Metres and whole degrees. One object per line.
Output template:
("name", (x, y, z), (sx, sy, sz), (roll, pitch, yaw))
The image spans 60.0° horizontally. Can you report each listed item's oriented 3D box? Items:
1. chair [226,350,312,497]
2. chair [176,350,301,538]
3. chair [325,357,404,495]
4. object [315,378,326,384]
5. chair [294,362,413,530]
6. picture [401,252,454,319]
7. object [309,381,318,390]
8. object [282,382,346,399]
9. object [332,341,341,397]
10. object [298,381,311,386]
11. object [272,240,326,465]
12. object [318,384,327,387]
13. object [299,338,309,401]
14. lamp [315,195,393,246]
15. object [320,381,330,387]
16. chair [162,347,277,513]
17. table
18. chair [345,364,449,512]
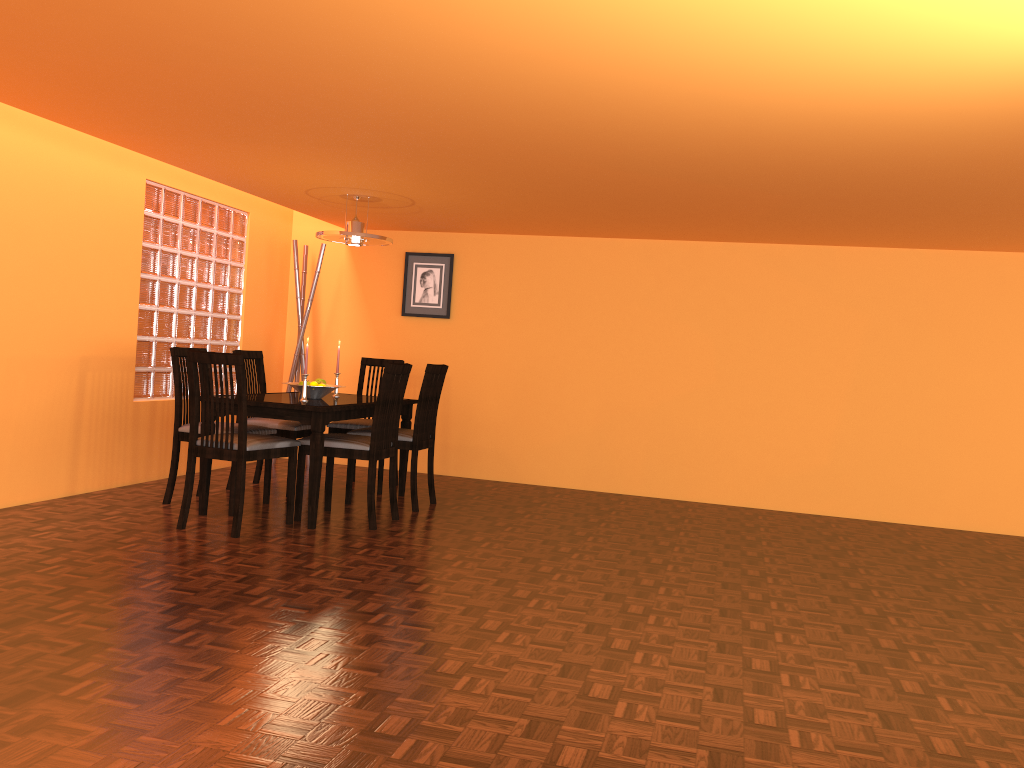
("chair", (-1.376, 0.220, 5.158), (0.465, 0.809, 0.373), (4, 2, 14))
("chair", (-1.256, 0.261, 4.076), (0.373, 0.809, 0.465), (5, 2, 19))
("chair", (-0.887, 0.244, 5.492), (0.373, 0.809, 0.465), (4, 2, 9))
("object", (-1.040, 0.003, 4.798), (0.069, 0.066, 0.069), (5, 2, 24))
("chair", (-0.778, 0.284, 4.410), (0.465, 0.809, 0.373), (4, 2, 14))
("picture", (-0.598, -0.699, 6.278), (0.361, 0.456, 0.014), (4, 2, 14))
("object", (-1.036, 0.009, 4.633), (0.046, 0.046, 0.055), (4, 2, -3))
("object", (-1.058, 0.039, 4.728), (0.337, 0.072, 0.337), (3, 2, -20))
("object", (-0.982, -0.091, 4.996), (0.044, 0.326, 0.044), (4, 2, 3))
("object", (-1.092, 0.022, 4.708), (0.089, 0.076, 0.087), (5, 2, 20))
("object", (-1.484, -0.208, 6.251), (0.308, 1.589, 0.226), (5, 2, 36))
("object", (-1.003, 0.021, 4.671), (0.055, 0.046, 0.046), (3, 2, -23))
("object", (-1.034, -0.078, 4.451), (0.044, 0.326, 0.044), (4, 2, 3))
("lamp", (-0.889, -0.926, 5.045), (0.435, 0.274, 0.435), (5, 2, 36))
("object", (-0.996, 0.021, 4.733), (0.055, 0.070, 0.066), (4, 2, -4))
("chair", (-1.519, 0.227, 4.599), (0.465, 0.809, 0.373), (4, 2, 14))
("table", (-1.058, 0.367, 4.774), (0.697, 0.584, 1.259), (4, 2, 14))
("chair", (-0.636, 0.278, 4.969), (0.465, 0.809, 0.373), (4, 2, 14))
